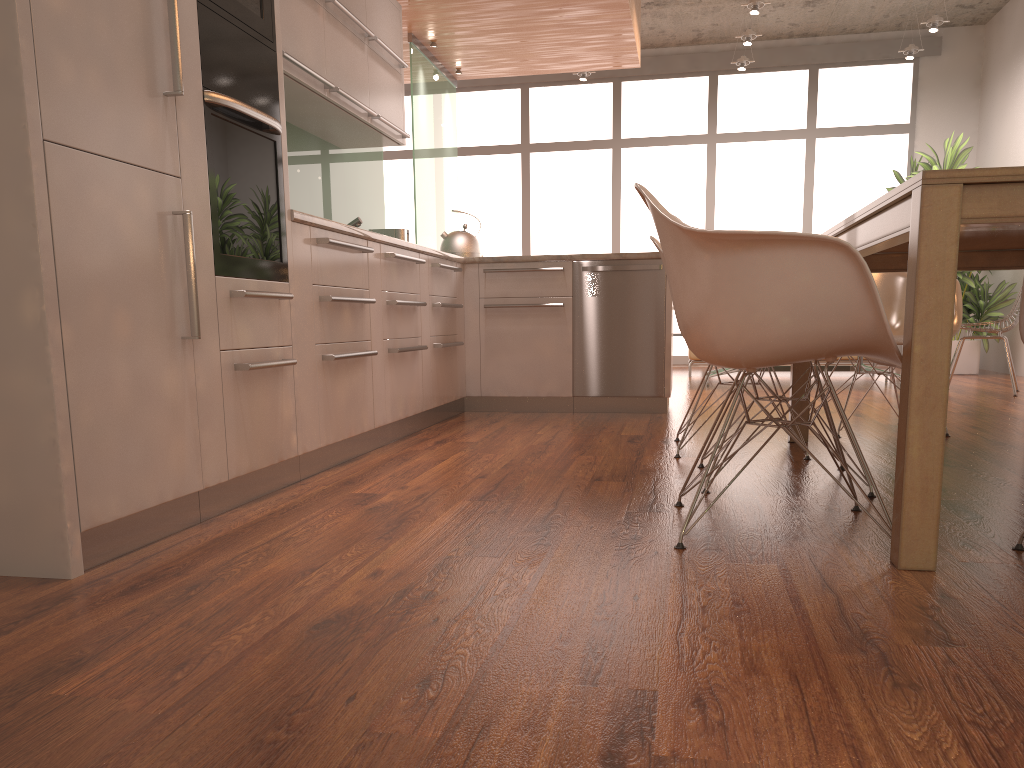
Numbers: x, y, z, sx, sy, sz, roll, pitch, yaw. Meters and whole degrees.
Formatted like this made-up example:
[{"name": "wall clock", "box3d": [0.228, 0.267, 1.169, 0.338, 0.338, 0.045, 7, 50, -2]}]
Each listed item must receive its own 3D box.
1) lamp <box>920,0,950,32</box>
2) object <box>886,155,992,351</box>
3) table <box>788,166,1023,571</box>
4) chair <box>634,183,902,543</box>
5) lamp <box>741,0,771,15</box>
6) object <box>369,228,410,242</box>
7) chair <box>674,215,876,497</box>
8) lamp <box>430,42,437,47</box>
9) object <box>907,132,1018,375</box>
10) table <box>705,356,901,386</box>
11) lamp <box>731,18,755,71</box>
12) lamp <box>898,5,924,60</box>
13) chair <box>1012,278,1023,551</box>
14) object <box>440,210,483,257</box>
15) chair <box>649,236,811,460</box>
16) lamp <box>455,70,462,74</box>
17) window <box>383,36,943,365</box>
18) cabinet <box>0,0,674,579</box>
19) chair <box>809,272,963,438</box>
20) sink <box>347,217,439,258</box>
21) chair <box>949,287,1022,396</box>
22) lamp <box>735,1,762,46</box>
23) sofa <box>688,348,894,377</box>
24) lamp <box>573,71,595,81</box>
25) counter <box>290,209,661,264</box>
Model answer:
[{"name": "lamp", "box3d": [3.595, -3.245, 7.480, 0.198, 0.490, 0.132, -4, 10, -21]}, {"name": "object", "box3d": [4.167, -1.195, 8.642, 1.080, 2.136, 0.952, 4, 10, 29]}, {"name": "table", "box3d": [1.511, -0.086, 2.700, 1.027, 0.821, 2.045, 0, 5, 11]}, {"name": "chair", "box3d": [0.625, -0.070, 2.201, 0.643, 0.861, 0.674, 0, 7, 6]}, {"name": "lamp", "box3d": [1.937, -3.189, 6.988, 0.198, 0.490, 0.132, -4, 10, -21]}, {"name": "object", "box3d": [-0.756, -0.857, 5.505, 0.237, 0.205, 0.151, 1, 8, 11]}, {"name": "chair", "box3d": [0.829, -0.113, 2.857, 0.643, 0.874, 0.674, 0, 7, 6]}, {"name": "lamp", "box3d": [-0.592, -2.786, 6.645, 0.102, 0.477, 0.151, -3, 9, -16]}, {"name": "object", "box3d": [4.053, -1.147, 7.985, 0.967, 2.136, 1.064, 3, 9, 24]}, {"name": "table", "box3d": [2.330, -0.284, 7.114, 1.872, 0.568, 0.927, 0, 6, 11]}, {"name": "lamp", "box3d": [2.248, -3.305, 8.573, 0.198, 0.490, 0.132, -4, 10, -21]}, {"name": "lamp", "box3d": [3.751, -3.303, 8.273, 0.198, 0.490, 0.132, -4, 10, -21]}, {"name": "chair", "box3d": [1.334, -0.032, 1.625, 0.684, 0.874, 0.634, 0, 8, 6]}, {"name": "object", "box3d": [-0.317, -0.905, 5.401, 0.262, 0.310, 0.259, 3, 8, 27]}, {"name": "chair", "box3d": [0.873, -0.163, 3.559, 0.643, 0.874, 0.674, 0, 7, 6]}, {"name": "lamp", "box3d": [-0.448, -2.840, 7.381, 0.102, 0.477, 0.151, -3, 9, -16]}, {"name": "window", "box3d": [0.158, -1.865, 10.025, 8.570, 3.331, 0.061, 0, 9, 11]}, {"name": "cabinet", "box3d": [-0.315, -0.876, 3.691, 1.916, 2.307, 4.187, 1, 5, 11]}, {"name": "chair", "box3d": [1.697, -0.216, 4.144, 0.683, 0.874, 0.634, -1, 8, -4]}, {"name": "sink", "box3d": [-0.734, -0.715, 4.801, 0.617, 0.388, 0.634, 0, 6, 11]}, {"name": "chair", "box3d": [3.256, -0.391, 6.034, 0.561, 0.914, 0.536, 4, 9, 31]}, {"name": "lamp", "box3d": [2.092, -3.247, 7.781, 0.198, 0.490, 0.132, -4, 10, -21]}, {"name": "sofa", "box3d": [2.582, -0.514, 8.326, 1.803, 0.850, 0.866, 0, 7, 11]}, {"name": "lamp", "box3d": [0.725, -3.307, 8.878, 0.198, 0.490, 0.132, -4, 10, -21]}, {"name": "counter", "box3d": [0.433, -1.314, 4.075, 3.220, 1.367, 3.026, 0, 5, 11]}]
